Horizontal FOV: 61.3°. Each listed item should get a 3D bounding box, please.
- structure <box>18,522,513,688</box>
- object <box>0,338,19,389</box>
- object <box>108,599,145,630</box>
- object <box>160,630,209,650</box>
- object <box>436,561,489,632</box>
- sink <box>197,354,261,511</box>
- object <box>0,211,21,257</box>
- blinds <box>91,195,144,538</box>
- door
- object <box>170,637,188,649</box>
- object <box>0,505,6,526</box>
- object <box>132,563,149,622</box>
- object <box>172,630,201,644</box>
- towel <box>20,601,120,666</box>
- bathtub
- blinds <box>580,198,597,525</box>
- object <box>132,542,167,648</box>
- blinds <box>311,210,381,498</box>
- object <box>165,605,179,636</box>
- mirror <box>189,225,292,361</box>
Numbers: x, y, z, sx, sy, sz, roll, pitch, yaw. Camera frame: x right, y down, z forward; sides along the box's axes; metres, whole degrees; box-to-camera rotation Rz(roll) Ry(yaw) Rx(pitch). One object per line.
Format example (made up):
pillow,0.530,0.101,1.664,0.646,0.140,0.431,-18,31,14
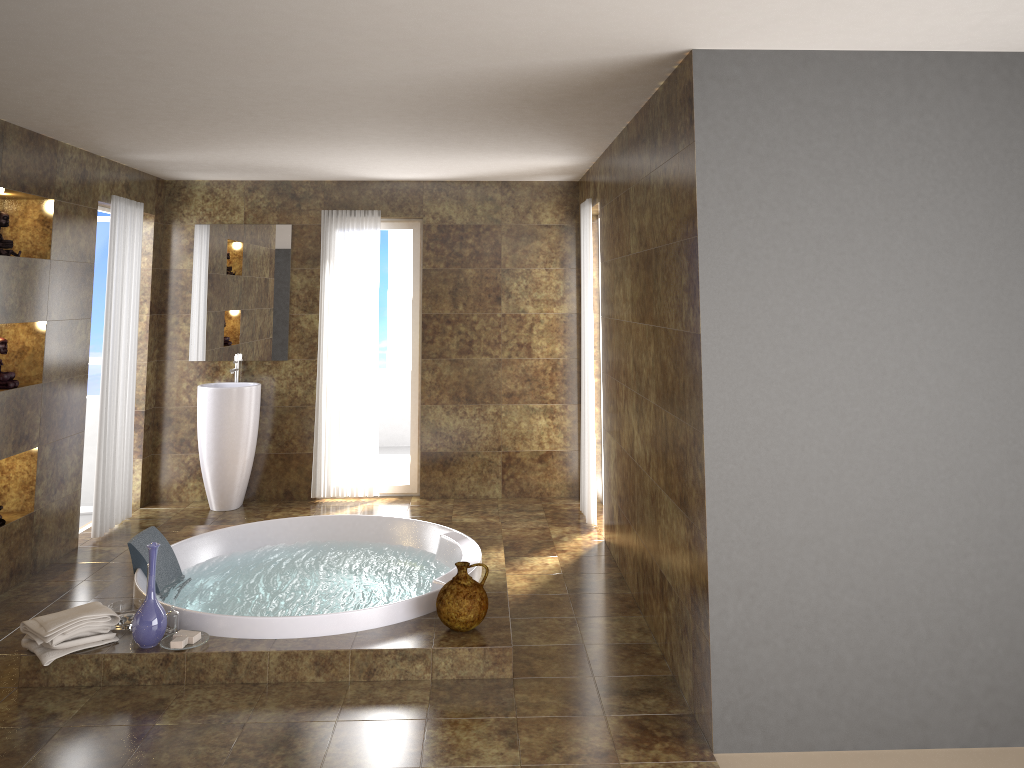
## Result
structure,-1.034,1.058,4.532,2.004,0.125,1.998,0,6,-2
object,-2.801,-0.118,4.744,0.174,0.288,0.109,0,-5,-2
object,-1.717,1.027,3.861,0.169,0.076,0.169,-2,4,-21
object,-1.369,1.080,3.619,0.190,0.019,0.189,-1,6,-13
object,-0.219,0.931,3.802,0.229,0.278,0.228,1,-2,-30
sink,-2.144,0.356,6.514,0.459,1.150,0.429,0,-5,1
object,-2.806,-0.831,4.767,0.152,0.270,0.120,0,-5,-2
blinds,-2.713,-0.171,6.011,0.068,2.304,0.588,0,-6,-2
door,-3.437,-0.163,6.450,0.961,2.254,0.039,1,-7,-12
object,-1.371,1.067,3.562,0.053,0.034,0.073,0,3,-2
object,-2.791,0.618,4.628,0.152,0.277,0.149,0,-4,-2
object,-1.579,0.922,3.761,0.130,0.312,0.127,-1,-5,5
object,-1.366,1.063,3.632,0.100,0.032,0.061,1,3,13
towel,-1.865,1.033,3.651,0.338,0.151,0.320,3,5,42
bathtub,-1.035,1.050,4.532,1.748,0.528,1.746,2,5,29
blinds,0.532,-0.202,6.235,0.069,2.304,0.474,0,-7,-2
object,-1.517,0.880,3.634,0.136,0.425,0.133,-1,-6,5
blinds,-1.292,-0.262,6.811,0.519,2.292,0.066,0,-7,-2
object,-1.472,1.019,3.742,0.057,0.117,0.057,4,-6,-40
mirror,-2.154,-0.731,6.869,0.768,1.105,0.008,0,-7,-2
